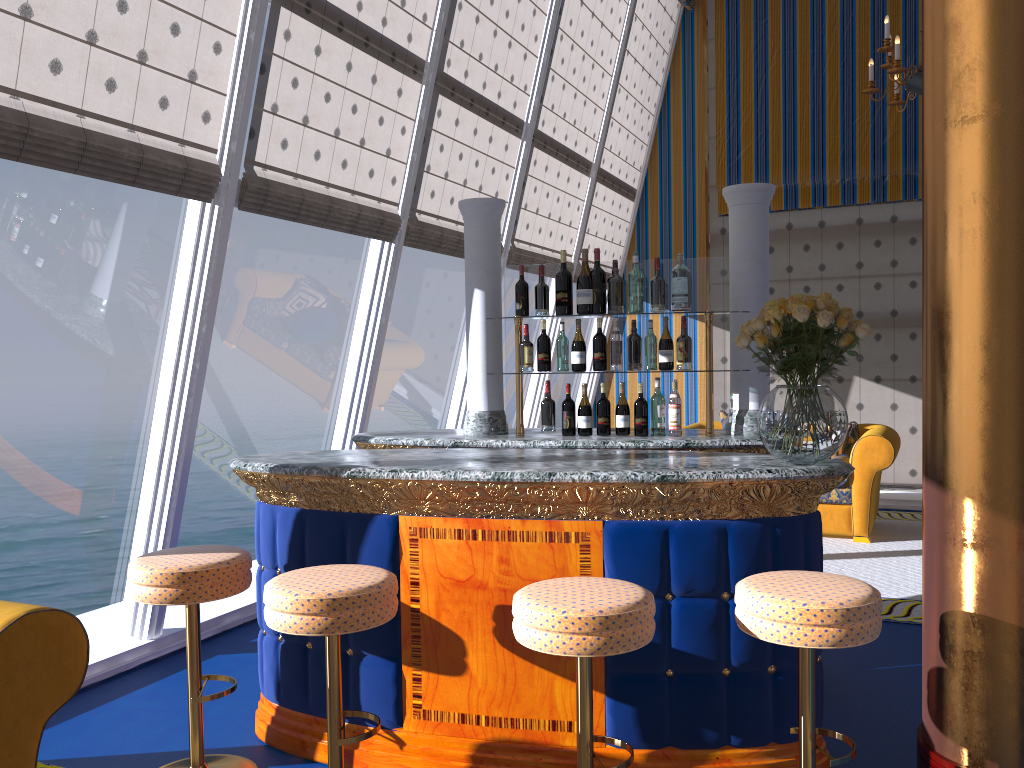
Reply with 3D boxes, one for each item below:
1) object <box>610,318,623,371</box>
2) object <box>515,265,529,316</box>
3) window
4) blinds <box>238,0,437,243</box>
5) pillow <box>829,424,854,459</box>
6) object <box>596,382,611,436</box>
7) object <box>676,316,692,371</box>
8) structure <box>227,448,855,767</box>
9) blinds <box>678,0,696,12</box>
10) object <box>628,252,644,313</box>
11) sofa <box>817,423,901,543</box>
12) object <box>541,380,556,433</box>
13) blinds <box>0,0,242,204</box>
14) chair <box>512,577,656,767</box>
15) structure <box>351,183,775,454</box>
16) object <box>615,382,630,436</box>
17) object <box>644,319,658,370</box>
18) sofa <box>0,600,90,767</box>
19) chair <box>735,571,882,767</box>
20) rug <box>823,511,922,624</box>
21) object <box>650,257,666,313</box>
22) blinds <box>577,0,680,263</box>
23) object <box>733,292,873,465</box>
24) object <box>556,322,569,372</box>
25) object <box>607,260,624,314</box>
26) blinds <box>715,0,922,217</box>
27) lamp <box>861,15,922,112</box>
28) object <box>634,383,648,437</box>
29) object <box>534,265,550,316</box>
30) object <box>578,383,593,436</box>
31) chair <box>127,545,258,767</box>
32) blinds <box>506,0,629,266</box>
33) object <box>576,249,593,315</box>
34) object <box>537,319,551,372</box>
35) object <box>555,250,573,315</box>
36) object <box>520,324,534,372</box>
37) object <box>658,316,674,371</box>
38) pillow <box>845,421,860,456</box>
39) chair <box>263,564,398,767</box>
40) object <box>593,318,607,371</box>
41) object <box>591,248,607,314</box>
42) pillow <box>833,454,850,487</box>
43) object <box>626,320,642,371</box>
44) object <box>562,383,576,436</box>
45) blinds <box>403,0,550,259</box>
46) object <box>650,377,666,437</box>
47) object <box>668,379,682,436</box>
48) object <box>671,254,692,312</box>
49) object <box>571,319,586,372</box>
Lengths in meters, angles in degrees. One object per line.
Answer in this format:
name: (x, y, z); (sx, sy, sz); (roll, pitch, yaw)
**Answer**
object: (0.474, -0.180, 4.030); (0.057, 0.239, 0.057); (-1, 2, -2)
object: (0.047, -0.440, 4.206); (0.065, 0.244, 0.066); (0, 2, 28)
window: (-1.830, -1.557, 2.618); (1.606, 5.858, 15.581); (0, 2, 24)
blinds: (-0.639, -2.535, 4.555); (0.867, 3.395, 1.375); (0, 2, 24)
pillow: (2.492, 0.543, 7.197); (0.517, 0.456, 0.330); (0, 2, 23)
object: (0.421, 0.115, 4.075); (0.065, 0.244, 0.065); (-1, 2, 5)
object: (0.769, -0.182, 3.966); (0.071, 0.244, 0.072); (1, 3, 44)
structure: (0.032, 0.801, 3.236); (2.301, 1.065, 0.772); (-1, 2, 13)
blinds: (1.526, -4.194, 8.398); (0.336, 0.830, 1.536); (0, 2, 24)
object: (0.557, -0.455, 3.992); (0.068, 0.271, 0.070); (0, 2, 34)
sofa: (2.228, 0.772, 7.399); (1.832, 0.854, 1.019); (0, 2, 25)
object: (0.169, 0.104, 4.138); (0.071, 0.242, 0.071); (-1, 2, 6)
blinds: (-1.269, -2.489, 3.148); (0.867, 3.395, 1.375); (0, 2, 24)
chair: (0.202, 0.955, 2.453); (0.401, 0.782, 0.396); (-2, 2, -17)
structure: (0.305, 0.205, 4.271); (2.299, 2.197, 0.773); (0, 2, 15)
object: (0.507, 0.114, 4.068); (0.068, 0.244, 0.068); (-1, 2, 5)
object: (0.629, -0.177, 4.022); (0.059, 0.230, 0.058); (-2, 2, -17)
sofa: (-1.889, 0.970, 1.614); (0.994, 0.854, 1.859); (0, 2, 24)
chair: (0.827, 0.944, 2.488); (0.399, 0.782, 0.397); (-1, 2, -6)
rug: (2.764, 1.209, 6.353); (6.208, 0.011, 3.620); (0, 2, 23)
object: (0.655, -0.445, 3.992); (0.073, 0.246, 0.072); (-2, 2, -17)
blinds: (1.213, -2.667, 8.690); (0.867, 3.395, 1.375); (0, 2, 24)
object: (1.439, -6.819, 0.652); (62.683, 33.615, 63.841); (0, 2, 30)
object: (0.234, -0.173, 4.110); (0.059, 0.230, 0.058); (-2, 2, -17)
object: (0.471, -0.440, 4.036); (0.076, 0.248, 0.076); (-1, 2, -13)
blinds: (3.283, -3.200, 8.473); (2.640, 2.991, 0.153); (0, 2, 23)
lamp: (2.713, -2.876, 5.358); (1.059, 2.422, 1.059); (-1, 2, 1)
object: (0.590, 0.116, 4.055); (0.065, 0.244, 0.065); (-1, 2, 5)
object: (0.141, -0.442, 4.213); (0.073, 0.246, 0.072); (-2, 2, -17)
object: (0.338, 0.119, 4.107); (0.068, 0.244, 0.068); (-1, 2, 5)
chair: (-1.077, 0.962, 3.008); (0.402, 0.782, 0.394); (-2, 2, -28)
blinds: (0.602, -2.624, 7.326); (0.867, 3.395, 1.375); (0, 2, 24)
object: (0.337, -0.467, 4.065); (0.084, 0.303, 0.085); (0, 2, 18)
object: (0.149, -0.179, 4.131); (0.065, 0.244, 0.065); (-1, 2, 5)
object: (0.240, -0.467, 4.106); (0.080, 0.303, 0.082); (0, 2, 29)
object: (0.068, -0.167, 4.138); (0.066, 0.225, 0.066); (-1, 2, -7)
object: (0.694, -0.182, 3.995); (0.068, 0.244, 0.068); (-1, 2, 5)
pillow: (2.567, 0.595, 7.386); (0.608, 0.610, 0.342); (0, 2, 29)
chair: (-0.533, 0.962, 2.666); (0.402, 0.782, 0.394); (-2, 2, -28)
object: (0.401, -0.182, 4.058); (0.065, 0.244, 0.065); (-1, 2, 5)
object: (0.392, -0.469, 4.068); (0.080, 0.303, 0.082); (1, 3, 41)
pillow: (2.534, 0.670, 6.887); (0.213, 0.219, 0.376); (0, 2, 29)
object: (0.555, -0.176, 4.030); (0.071, 0.232, 0.071); (-1, 2, 2)
object: (0.264, 0.119, 4.137); (0.065, 0.244, 0.066); (0, 2, 28)
blinds: (-0.033, -2.578, 5.907); (0.867, 3.395, 1.375); (0, 2, 24)
object: (0.667, 0.104, 4.056); (0.069, 0.269, 0.068); (-2, 2, -16)
object: (0.742, 0.108, 4.035); (0.061, 0.258, 0.062); (0, 2, 24)
object: (0.760, -0.456, 3.990); (0.091, 0.259, 0.092); (-1, 2, 7)
object: (0.307, -0.177, 4.081); (0.068, 0.244, 0.068); (-1, 2, 5)
